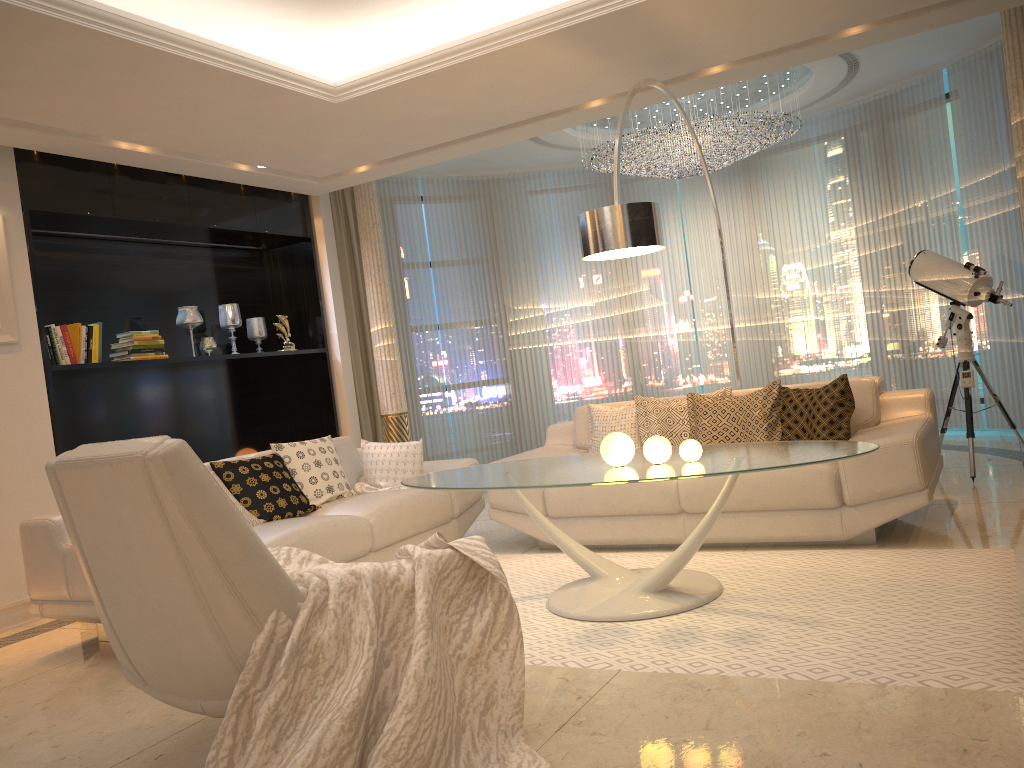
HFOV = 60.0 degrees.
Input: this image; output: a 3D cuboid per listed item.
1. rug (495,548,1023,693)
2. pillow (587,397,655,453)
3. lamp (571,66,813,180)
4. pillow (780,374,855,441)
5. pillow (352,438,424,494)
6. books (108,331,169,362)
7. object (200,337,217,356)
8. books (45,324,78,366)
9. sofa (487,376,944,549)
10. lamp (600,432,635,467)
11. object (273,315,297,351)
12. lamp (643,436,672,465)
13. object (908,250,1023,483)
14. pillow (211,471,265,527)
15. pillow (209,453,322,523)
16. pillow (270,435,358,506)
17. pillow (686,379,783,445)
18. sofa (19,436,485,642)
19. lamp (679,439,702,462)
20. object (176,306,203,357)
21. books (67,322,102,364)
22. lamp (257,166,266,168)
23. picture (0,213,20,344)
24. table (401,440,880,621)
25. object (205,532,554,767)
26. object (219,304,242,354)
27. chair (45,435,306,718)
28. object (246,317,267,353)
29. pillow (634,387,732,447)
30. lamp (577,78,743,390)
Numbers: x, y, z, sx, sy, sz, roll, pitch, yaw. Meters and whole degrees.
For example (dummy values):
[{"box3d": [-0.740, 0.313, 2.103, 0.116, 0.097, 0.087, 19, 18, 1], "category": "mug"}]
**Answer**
[{"box3d": [0.524, 0.914, 3.796, 2.900, 0.020, 1.661, -7, 1, 29], "category": "rug"}, {"box3d": [0.647, 0.292, 5.312, 0.463, 0.380, 0.222, -7, 1, 33], "category": "pillow"}, {"box3d": [1.494, -2.103, 7.527, 2.109, 0.685, 2.109, -8, 1, -16], "category": "lamp"}, {"box3d": [1.585, 0.175, 4.710, 0.301, 0.436, 0.575, -8, 1, -30], "category": "pillow"}, {"box3d": [-0.765, 0.484, 5.337, 0.521, 0.325, 0.281, -7, 1, 39], "category": "pillow"}, {"box3d": [-2.505, -0.244, 5.952, 0.260, 0.197, 0.296, -7, 1, 32], "category": "books"}, {"box3d": [-2.236, -0.265, 6.532, 0.119, 0.154, 0.119, -7, 1, 39], "category": "object"}, {"box3d": [-2.808, -0.229, 5.347, 0.208, 0.270, 0.240, -7, 1, 29], "category": "books"}, {"box3d": [1.110, 0.443, 5.009, 2.328, 0.754, 1.145, -7, 1, 29], "category": "sofa"}, {"box3d": [0.440, 0.272, 3.695, 0.143, 0.143, 0.143, -7, 1, 13], "category": "lamp"}, {"box3d": [-1.806, -0.400, 7.040, 0.116, 0.293, 0.182, -7, 1, 26], "category": "object"}, {"box3d": [0.592, 0.268, 3.611, 0.115, 0.115, 0.115, -8, 1, -36], "category": "lamp"}, {"box3d": [2.846, -0.152, 5.580, 0.616, 1.471, 0.570, -7, 1, 35], "category": "object"}, {"box3d": [-1.514, 0.619, 4.381, 0.351, 0.329, 0.521, -7, 1, 29], "category": "pillow"}, {"box3d": [-1.309, 0.550, 4.786, 0.323, 0.355, 0.524, -7, 1, 30], "category": "pillow"}, {"box3d": [-1.129, 0.505, 5.207, 0.255, 0.399, 0.526, -7, 1, 29], "category": "pillow"}, {"box3d": [1.248, 0.215, 4.926, 0.575, 0.436, 0.301, -7, 1, 35], "category": "pillow"}, {"box3d": [-1.213, 0.745, 4.821, 1.145, 0.754, 2.328, -7, 1, 29], "category": "sofa"}, {"box3d": [0.714, 0.266, 3.544, 0.090, 0.091, 0.090, -8, 1, -11], "category": "lamp"}, {"box3d": [-2.323, -0.366, 6.421, 0.181, 0.381, 0.181, -7, 1, 23], "category": "object"}, {"box3d": [-2.701, -0.242, 5.552, 0.212, 0.261, 0.210, -7, 1, 29], "category": "books"}, {"box3d": [-1.736, -1.566, 6.156, 0.107, 0.127, 0.107, -7, 1, 10], "category": "lamp"}, {"box3d": [-2.951, -0.568, 4.692, 0.027, 0.729, 0.610, -7, 1, 29], "category": "picture"}, {"box3d": [0.470, 0.623, 3.812, 2.140, 0.565, 0.999, -7, 1, 28], "category": "table"}, {"box3d": [-0.511, 0.774, 2.562, 0.972, 0.580, 1.347, -8, 1, -24], "category": "object"}, {"box3d": [-2.177, -0.403, 6.899, 0.156, 0.426, 0.156, -7, 1, 34], "category": "object"}, {"box3d": [-0.742, 0.603, 2.612, 1.027, 0.991, 0.983, -7, 1, 28], "category": "chair"}, {"box3d": [-2.041, -0.369, 7.122, 0.147, 0.317, 0.147, -7, 1, 31], "category": "object"}, {"box3d": [1.007, 0.247, 5.145, 0.587, 0.429, 0.288, -7, 1, 4], "category": "pillow"}, {"box3d": [0.945, -0.425, 4.895, 0.393, 2.519, 2.009, -7, 1, 29], "category": "lamp"}]
